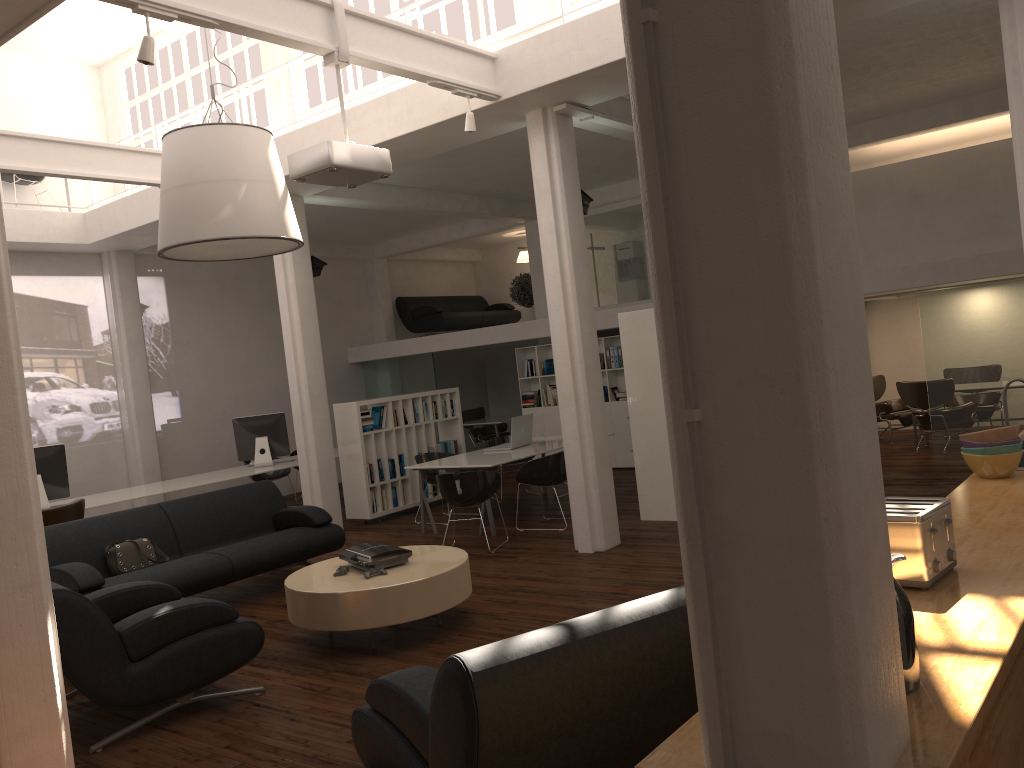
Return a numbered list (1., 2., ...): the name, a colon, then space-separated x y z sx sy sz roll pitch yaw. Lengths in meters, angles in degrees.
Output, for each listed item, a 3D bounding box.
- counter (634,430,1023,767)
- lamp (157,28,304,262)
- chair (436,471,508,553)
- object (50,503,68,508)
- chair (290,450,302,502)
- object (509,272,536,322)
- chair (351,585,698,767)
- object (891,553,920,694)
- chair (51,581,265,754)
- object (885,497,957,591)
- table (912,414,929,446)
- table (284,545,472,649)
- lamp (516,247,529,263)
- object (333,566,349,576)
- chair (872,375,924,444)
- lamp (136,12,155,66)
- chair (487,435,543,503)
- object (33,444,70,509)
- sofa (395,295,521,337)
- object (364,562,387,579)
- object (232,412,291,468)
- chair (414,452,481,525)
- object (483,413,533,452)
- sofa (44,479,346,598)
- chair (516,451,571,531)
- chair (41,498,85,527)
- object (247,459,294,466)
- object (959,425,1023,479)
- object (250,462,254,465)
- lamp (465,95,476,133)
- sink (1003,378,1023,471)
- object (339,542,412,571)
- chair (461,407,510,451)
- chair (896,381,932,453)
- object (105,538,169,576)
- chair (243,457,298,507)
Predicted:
1. counter: 2.728 1.216 4.794 0.689 1.141 6.858 -5 2 38
2. lamp: -2.994 -3.438 8.658 1.386 4.284 1.386 -8 2 -38
3. chair: -0.529 1.535 10.932 0.795 1.004 0.757 -6 1 13
4. object: -6.660 1.746 12.454 0.804 0.032 0.217 -7 2 -32
5. chair: -3.979 1.763 17.701 0.795 1.004 0.757 -7 1 -7
6. object: 0.342 -1.835 19.036 0.793 1.127 0.770 -6 2 36
7. chair: 0.128 1.561 4.337 1.454 1.130 1.481 -7 2 -31
8. object: 1.068 0.687 2.624 0.201 0.400 0.232 -7 2 -31
9. chair: -2.855 1.849 6.614 1.481 1.130 1.454 -8 2 -41
10. object: 1.632 0.648 3.654 0.291 0.296 0.385 -5 2 43
11. table: 8.563 0.425 14.397 3.900 0.947 1.040 -5 2 38
12. table: -1.161 1.903 7.884 1.616 0.570 1.616 -6 2 31
13. lamp: 1.049 -3.194 20.921 0.447 0.513 2.635 -8 2 -43
14. object: -1.491 1.625 7.748 0.119 0.062 0.193 -7 1 -1
15. chair: 6.903 0.443 16.286 0.994 1.183 0.991 -7 2 -32
16. lamp: -2.586 -2.421 6.227 0.136 0.357 0.117 -6 2 31
17. chair: 0.006 1.378 14.706 0.795 1.004 0.757 -7 2 -17
18. object: -6.532 1.311 12.074 0.886 0.888 0.347 -7 2 -32
19. sofa: -1.262 -1.711 22.042 1.467 1.119 3.087 -5 2 38
20. object: -1.192 1.577 7.555 0.193 0.099 0.231 -7 2 -29
21. object: -4.296 0.974 15.219 0.886 0.888 0.347 -7 1 -7
22. chair: -1.028 1.533 13.297 0.757 1.004 0.795 -5 2 38
23. object: -0.051 0.731 13.461 0.557 0.470 0.702 -6 2 28
24. sofa: -3.455 1.848 9.621 1.467 1.119 3.087 -5 2 38
25. chair: 0.508 1.391 11.882 0.757 1.004 0.795 -6 2 33
26. chair: -5.642 2.039 10.498 0.991 1.183 0.994 -6 1 13
27. object: -4.252 1.388 15.639 0.804 0.032 0.217 -7 1 -7
28. object: 3.020 0.425 5.592 0.299 0.332 0.331 -7 1 -6
29. object: -4.633 1.415 15.848 0.108 0.052 0.194 -7 1 -6
30. lamp: -0.434 -2.740 9.028 0.136 0.357 0.117 -5 2 44
31. sink: 3.838 0.325 6.329 0.596 0.774 1.757 -5 2 38
32. object: -1.223 1.538 7.931 0.471 0.163 0.558 -7 2 -32
33. chair: -0.665 1.177 21.890 0.991 1.183 0.994 -5 2 38
34. chair: 6.999 0.476 14.527 0.991 1.183 0.994 -8 2 -37
35. object: -3.916 1.784 9.240 0.586 0.352 0.331 -8 2 -37
36. chair: -4.566 1.861 16.522 0.757 1.004 0.795 -5 2 38
